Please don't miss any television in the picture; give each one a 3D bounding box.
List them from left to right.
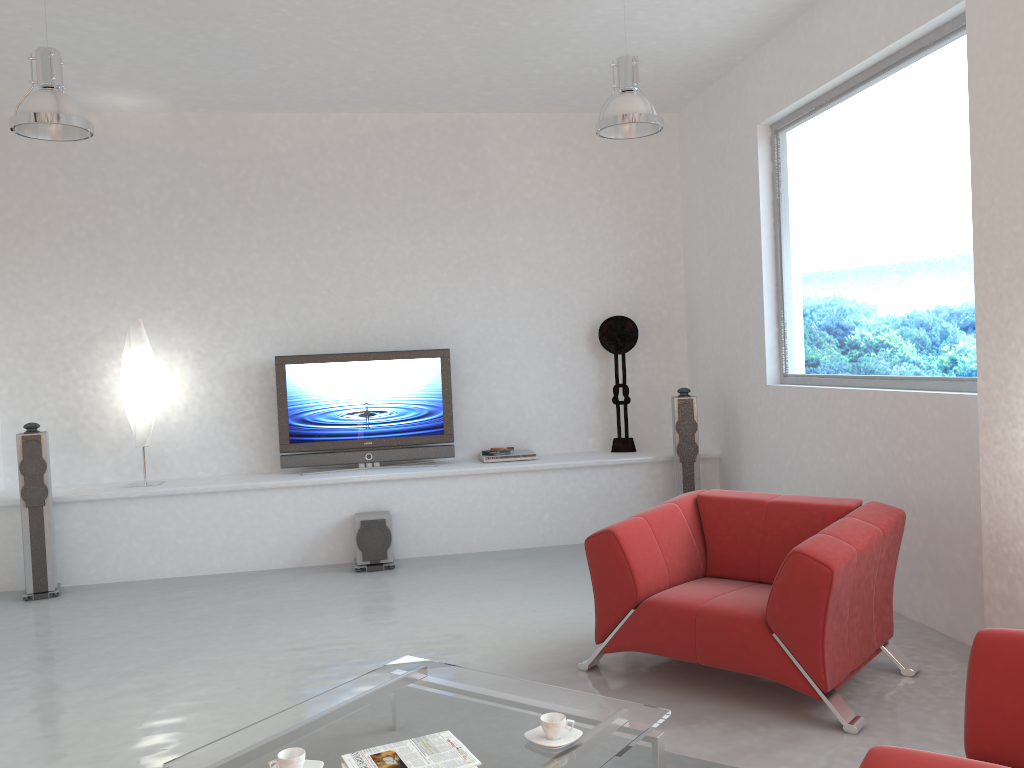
[{"bbox_3d":[-1.148,0.209,6.999,1.356,0.919,0.343,-3,2,-10],"label":"television"}]

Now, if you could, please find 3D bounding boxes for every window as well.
[{"bbox_3d":[2.090,-0.876,5.008,0.100,1.800,2.400,-3,2,-10],"label":"window"}]

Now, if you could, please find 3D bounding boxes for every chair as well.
[{"bbox_3d":[1.061,0.933,4.045,1.288,0.738,0.951,-1,2,40],"label":"chair"},{"bbox_3d":[1.323,0.985,1.798,0.951,0.738,1.288,-1,2,40],"label":"chair"}]

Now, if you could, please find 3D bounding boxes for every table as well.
[{"bbox_3d":[-0.262,1.249,2.795,1.162,0.286,1.097,-1,2,35],"label":"table"}]

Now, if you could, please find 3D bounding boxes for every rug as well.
[{"bbox_3d":[-0.263,1.395,2.789,1.700,0.025,1.700,-1,2,35],"label":"rug"}]

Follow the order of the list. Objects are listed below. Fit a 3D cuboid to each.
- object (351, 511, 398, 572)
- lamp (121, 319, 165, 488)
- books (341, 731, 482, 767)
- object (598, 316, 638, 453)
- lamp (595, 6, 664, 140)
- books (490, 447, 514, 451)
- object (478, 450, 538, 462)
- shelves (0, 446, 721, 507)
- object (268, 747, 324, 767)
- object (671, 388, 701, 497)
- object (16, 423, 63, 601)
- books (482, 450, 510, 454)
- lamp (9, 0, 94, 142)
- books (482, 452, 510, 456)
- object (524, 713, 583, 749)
[{"bbox_3d":[-1.007,1.142,6.457,0.336,0.374,0.337,-3,2,-10],"label":"object"},{"bbox_3d":[-2.777,0.134,6.632,0.263,1.239,0.263,-3,2,-18],"label":"lamp"},{"bbox_3d":[-0.290,1.097,2.540,0.367,0.035,0.345,-3,2,-20],"label":"books"},{"bbox_3d":[0.902,-0.001,7.350,0.331,1.130,0.108,-2,2,15],"label":"object"},{"bbox_3d":[0.638,-1.813,4.947,0.379,0.800,0.379,-2,2,30],"label":"lamp"},{"bbox_3d":[-0.079,0.526,7.160,0.190,0.015,0.135,-3,2,0],"label":"books"},{"bbox_3d":[-0.038,0.583,7.198,0.430,0.045,0.352,-3,2,-10],"label":"object"},{"bbox_3d":[-1.101,0.695,6.899,5.500,0.050,0.650,-3,2,-10],"label":"shelves"},{"bbox_3d":[-0.631,1.096,2.549,0.153,0.069,0.153,-2,2,17],"label":"object"},{"bbox_3d":[1.342,0.618,6.819,0.255,1.184,0.273,-2,2,5],"label":"object"},{"bbox_3d":[-3.234,0.851,6.038,0.255,1.184,0.273,-3,2,-25],"label":"object"},{"bbox_3d":[-0.129,0.544,7.157,0.190,0.015,0.135,-4,2,-30],"label":"books"},{"bbox_3d":[-2.323,-1.662,4.438,0.379,0.800,0.379,-3,2,-13],"label":"lamp"},{"bbox_3d":[-0.128,0.559,7.154,0.190,0.015,0.135,-4,2,-45],"label":"books"},{"bbox_3d":[0.125,1.056,2.717,0.153,0.069,0.153,-4,2,-43],"label":"object"}]
